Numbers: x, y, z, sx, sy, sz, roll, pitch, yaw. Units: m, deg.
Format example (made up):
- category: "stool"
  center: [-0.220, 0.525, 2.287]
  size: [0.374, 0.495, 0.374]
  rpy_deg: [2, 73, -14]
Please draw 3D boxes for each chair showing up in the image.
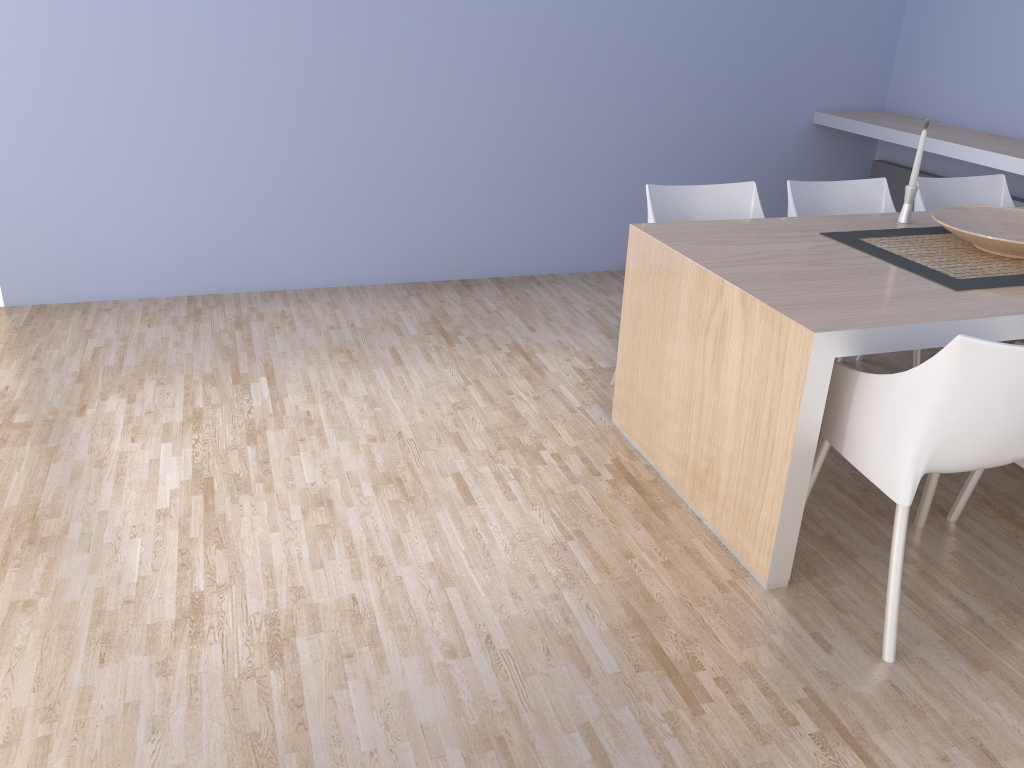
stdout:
- category: "chair"
  center: [1.629, 0.117, 2.369]
  size: [0.510, 0.793, 0.486]
  rpy_deg: [-5, 25, -16]
- category: "chair"
  center: [1.806, -0.396, 3.521]
  size: [0.510, 0.793, 0.486]
  rpy_deg: [-6, 26, -17]
- category: "chair"
  center: [1.062, 0.172, 2.195]
  size: [0.510, 0.793, 0.486]
  rpy_deg: [-6, 26, -17]
- category: "chair"
  center: [1.259, -0.343, 3.353]
  size: [0.510, 0.793, 0.486]
  rpy_deg: [-6, 26, -17]
- category: "chair"
  center: [0.713, -0.291, 3.185]
  size: [0.510, 0.793, 0.486]
  rpy_deg: [-6, 26, -17]

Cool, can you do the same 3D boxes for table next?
- category: "table"
  center: [1.635, -0.099, 2.937]
  size: [2.340, 0.718, 1.002]
  rpy_deg: [-6, 26, -17]

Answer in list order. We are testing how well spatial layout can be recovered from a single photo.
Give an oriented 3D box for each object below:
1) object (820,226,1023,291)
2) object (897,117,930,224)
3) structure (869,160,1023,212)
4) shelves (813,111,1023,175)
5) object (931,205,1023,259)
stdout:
- category: "object"
  center: [1.550, -0.414, 2.749]
  size: [0.986, 0.005, 0.594]
  rpy_deg: [-6, 26, -17]
- category: "object"
  center: [1.357, -0.716, 2.980]
  size: [0.045, 0.349, 0.045]
  rpy_deg: [12, 26, 21]
- category: "structure"
  center: [2.639, -0.263, 3.452]
  size: [0.064, 0.503, 3.843]
  rpy_deg: [-6, 26, -17]
- category: "shelves"
  center: [2.450, -0.350, 3.422]
  size: [0.463, 0.840, 3.901]
  rpy_deg: [-6, 26, -17]
- category: "object"
  center: [1.553, -0.454, 2.736]
  size: [0.493, 0.081, 0.493]
  rpy_deg: [2, 24, 0]
